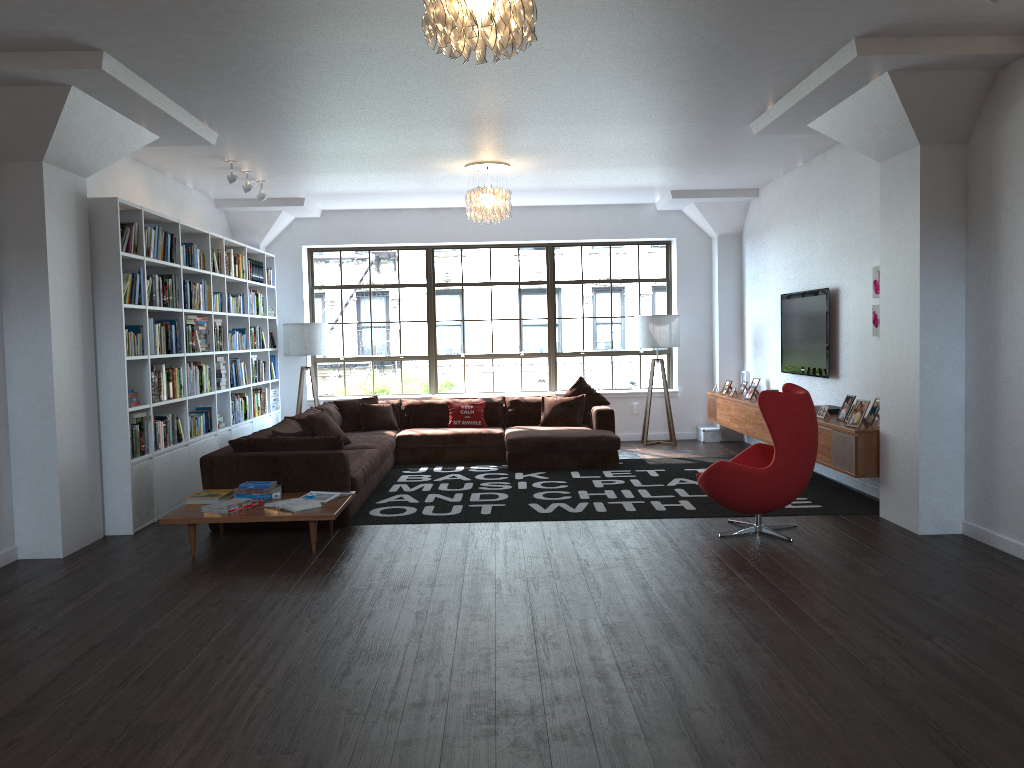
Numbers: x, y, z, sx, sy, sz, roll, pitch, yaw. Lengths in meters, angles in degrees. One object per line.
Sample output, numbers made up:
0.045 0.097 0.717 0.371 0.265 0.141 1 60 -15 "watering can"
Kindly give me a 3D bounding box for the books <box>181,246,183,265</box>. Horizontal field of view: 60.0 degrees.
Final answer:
-2.914 -1.100 7.661 0.126 0.173 0.032 -1 3 -1 "books"

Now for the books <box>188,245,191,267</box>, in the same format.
-2.922 -1.126 7.858 0.146 0.202 0.027 -1 3 -1 "books"

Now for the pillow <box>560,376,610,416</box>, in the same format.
0.770 0.203 10.221 0.651 0.587 0.335 -3 3 -22 "pillow"

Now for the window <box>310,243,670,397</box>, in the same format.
-0.264 -0.827 11.541 4.648 1.905 0.114 -1 3 -1 "window"

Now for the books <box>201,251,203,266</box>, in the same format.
-2.936 -1.137 8.223 0.134 0.184 0.030 -1 3 -1 "books"

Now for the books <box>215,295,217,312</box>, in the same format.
-2.914 -0.775 8.573 0.107 0.167 0.017 -1 3 -1 "books"

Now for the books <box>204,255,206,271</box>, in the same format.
-2.921 -1.125 8.287 0.110 0.153 0.019 -1 3 -1 "books"

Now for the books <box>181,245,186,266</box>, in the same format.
-2.918 -1.113 7.717 0.139 0.191 0.036 -1 3 -1 "books"

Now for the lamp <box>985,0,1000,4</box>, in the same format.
2.107 -1.782 3.897 0.111 0.211 0.120 1 4 33 "lamp"

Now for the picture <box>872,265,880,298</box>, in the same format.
2.908 -0.808 6.988 0.030 0.250 0.250 -1 3 -1 "picture"

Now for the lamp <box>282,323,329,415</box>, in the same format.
-2.519 0.044 10.933 0.545 1.579 0.545 -2 3 -12 "lamp"

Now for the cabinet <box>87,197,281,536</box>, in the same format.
-3.036 -0.233 8.575 0.461 2.414 4.500 -1 3 -1 "cabinet"

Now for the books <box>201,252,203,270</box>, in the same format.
-2.929 -1.132 8.197 0.128 0.178 0.021 -1 3 -1 "books"

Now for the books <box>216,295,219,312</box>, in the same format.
-2.925 -0.780 8.622 0.126 0.173 0.032 -1 3 -1 "books"

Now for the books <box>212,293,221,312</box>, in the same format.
-2.928 -0.793 8.678 0.139 0.191 0.036 -1 3 -1 "books"

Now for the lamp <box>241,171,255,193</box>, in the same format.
-2.526 -1.928 8.483 0.120 0.211 0.111 -4 4 -42 "lamp"

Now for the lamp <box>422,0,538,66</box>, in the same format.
-0.127 -1.533 3.406 0.441 0.539 0.442 1 4 41 "lamp"

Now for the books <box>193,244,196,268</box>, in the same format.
-2.934 -1.145 7.991 0.158 0.226 0.052 -1 3 -1 "books"

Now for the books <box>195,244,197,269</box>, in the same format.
-2.932 -1.150 8.039 0.140 0.231 0.042 -1 3 -1 "books"

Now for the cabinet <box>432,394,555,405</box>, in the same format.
-0.222 0.463 11.067 1.520 0.625 0.350 -1 3 -1 "cabinet"

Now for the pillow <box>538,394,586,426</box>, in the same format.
0.569 0.299 10.057 0.542 0.362 0.248 0 3 20 "pillow"

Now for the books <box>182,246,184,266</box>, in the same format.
-2.915 -1.105 7.688 0.128 0.178 0.021 -1 3 -1 "books"

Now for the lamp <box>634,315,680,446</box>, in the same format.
1.794 -0.052 10.909 0.545 1.579 0.545 -1 3 10 "lamp"

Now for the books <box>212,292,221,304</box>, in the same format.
-2.934 -0.800 8.710 0.146 0.202 0.027 -1 3 -1 "books"

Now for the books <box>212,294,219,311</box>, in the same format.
-2.925 -0.785 8.649 0.128 0.178 0.021 -1 3 -1 "books"

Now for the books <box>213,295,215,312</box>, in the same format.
-2.920 -0.772 8.522 0.120 0.167 0.020 -1 3 -1 "books"

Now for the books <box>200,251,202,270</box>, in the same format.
-2.927 -1.131 8.176 0.128 0.178 0.022 -1 3 -1 "books"

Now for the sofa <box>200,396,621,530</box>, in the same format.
-0.583 0.588 8.561 3.481 0.664 4.197 -1 3 -1 "sofa"

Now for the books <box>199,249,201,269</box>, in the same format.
-2.933 -1.141 8.154 0.127 0.200 0.020 -1 3 -1 "books"

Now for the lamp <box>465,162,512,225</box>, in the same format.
-0.227 -1.807 8.459 0.441 0.539 0.442 1 4 41 "lamp"

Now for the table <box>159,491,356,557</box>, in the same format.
-1.675 0.949 6.019 1.100 0.271 0.853 -1 3 -1 "table"

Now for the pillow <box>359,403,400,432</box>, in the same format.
-1.522 0.369 9.998 0.489 0.337 0.238 -3 4 -32 "pillow"

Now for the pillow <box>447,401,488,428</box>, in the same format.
-0.515 0.353 10.159 0.465 0.308 0.220 -2 3 -5 "pillow"

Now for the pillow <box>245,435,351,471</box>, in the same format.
-1.626 0.565 6.785 0.750 0.364 0.289 -1 3 -2 "pillow"

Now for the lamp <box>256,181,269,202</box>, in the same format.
-2.535 -1.956 9.001 0.120 0.211 0.111 -3 4 -27 "lamp"

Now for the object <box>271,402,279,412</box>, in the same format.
-2.988 0.284 10.625 0.331 0.088 0.410 -1 3 -1 "object"

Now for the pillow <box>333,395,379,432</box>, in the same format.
-1.715 0.350 10.090 0.580 0.418 0.334 -3 4 -28 "pillow"

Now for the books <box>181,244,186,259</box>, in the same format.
-2.924 -1.120 7.749 0.146 0.202 0.027 -1 3 -1 "books"

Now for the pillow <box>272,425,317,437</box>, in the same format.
-1.670 0.509 7.048 0.559 0.411 0.269 2 4 45 "pillow"

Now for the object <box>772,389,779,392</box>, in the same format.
2.785 0.116 9.409 0.089 0.110 0.089 2 4 44 "object"

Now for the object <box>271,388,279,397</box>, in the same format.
-2.999 0.109 10.615 0.316 0.088 0.410 -1 3 -1 "object"

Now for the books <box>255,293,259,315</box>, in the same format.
-2.953 -0.897 10.023 0.183 0.253 0.034 -1 3 -2 "books"

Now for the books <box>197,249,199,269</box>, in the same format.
-2.928 -1.133 8.080 0.139 0.191 0.036 -1 3 -1 "books"

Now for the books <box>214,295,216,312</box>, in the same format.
-2.913 -0.771 8.548 0.106 0.162 0.032 -1 3 -1 "books"

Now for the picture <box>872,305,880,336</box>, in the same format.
2.915 -0.501 7.005 0.030 0.250 0.250 -1 3 -1 "picture"

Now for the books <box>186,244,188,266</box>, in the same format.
-2.916 -1.121 7.776 0.146 0.202 0.027 -1 3 -1 "books"

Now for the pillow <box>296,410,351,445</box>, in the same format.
-1.805 0.457 8.473 0.325 0.391 0.625 0 3 15 "pillow"

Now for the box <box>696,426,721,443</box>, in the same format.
2.466 0.629 11.118 0.228 0.165 0.368 -1 3 -1 "box"

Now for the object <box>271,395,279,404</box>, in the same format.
-2.990 0.196 10.620 0.331 0.088 0.410 -1 3 -1 "object"

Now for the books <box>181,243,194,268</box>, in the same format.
-2.928 -1.145 7.942 0.140 0.231 0.042 -1 3 -1 "books"

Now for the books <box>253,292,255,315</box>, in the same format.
-2.951 -0.888 9.862 0.183 0.253 0.034 -1 3 -2 "books"

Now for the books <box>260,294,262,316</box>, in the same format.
-2.970 -0.907 10.204 0.183 0.253 0.034 -1 3 -2 "books"

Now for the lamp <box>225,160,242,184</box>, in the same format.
-2.516 -1.901 7.978 0.111 0.211 0.120 1 4 33 "lamp"

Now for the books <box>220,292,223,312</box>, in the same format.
-2.926 -0.801 8.737 0.146 0.202 0.027 -1 3 -1 "books"

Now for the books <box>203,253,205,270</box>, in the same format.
-2.927 -1.133 8.269 0.109 0.171 0.018 -1 3 -1 "books"

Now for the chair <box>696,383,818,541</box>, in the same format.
1.675 0.503 6.066 0.801 1.006 0.798 0 3 24 "chair"

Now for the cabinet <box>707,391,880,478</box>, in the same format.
2.689 0.386 8.722 0.459 0.350 4.501 -1 3 -1 "cabinet"
